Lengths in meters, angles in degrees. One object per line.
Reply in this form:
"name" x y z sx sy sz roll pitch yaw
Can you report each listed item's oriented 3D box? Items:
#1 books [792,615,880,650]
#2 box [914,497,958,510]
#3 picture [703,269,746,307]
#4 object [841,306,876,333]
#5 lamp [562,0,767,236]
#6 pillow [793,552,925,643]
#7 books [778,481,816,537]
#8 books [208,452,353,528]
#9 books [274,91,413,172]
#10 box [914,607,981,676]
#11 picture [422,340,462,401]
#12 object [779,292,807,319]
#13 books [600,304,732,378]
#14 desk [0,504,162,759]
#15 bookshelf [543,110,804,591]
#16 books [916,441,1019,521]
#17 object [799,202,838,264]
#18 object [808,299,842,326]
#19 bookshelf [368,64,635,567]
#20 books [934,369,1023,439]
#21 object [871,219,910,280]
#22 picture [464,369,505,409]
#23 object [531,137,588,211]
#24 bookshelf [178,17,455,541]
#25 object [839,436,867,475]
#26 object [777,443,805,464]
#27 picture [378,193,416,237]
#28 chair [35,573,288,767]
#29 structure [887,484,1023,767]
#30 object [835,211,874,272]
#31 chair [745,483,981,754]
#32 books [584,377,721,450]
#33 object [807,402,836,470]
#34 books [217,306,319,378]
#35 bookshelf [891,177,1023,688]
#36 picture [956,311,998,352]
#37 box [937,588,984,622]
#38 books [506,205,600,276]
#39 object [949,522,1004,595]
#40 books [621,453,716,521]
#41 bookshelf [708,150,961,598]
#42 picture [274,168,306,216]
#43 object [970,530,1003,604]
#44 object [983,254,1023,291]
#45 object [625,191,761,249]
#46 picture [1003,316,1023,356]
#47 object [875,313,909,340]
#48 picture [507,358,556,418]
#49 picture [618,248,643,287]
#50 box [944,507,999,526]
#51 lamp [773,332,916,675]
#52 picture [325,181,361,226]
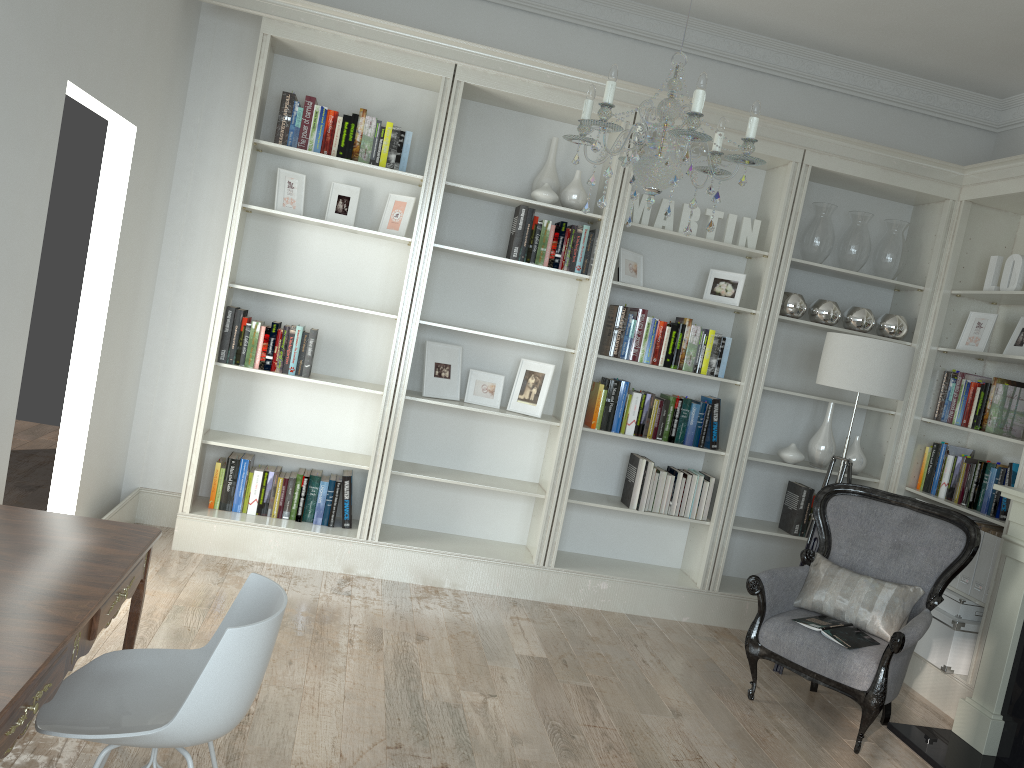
"books" 1.430 1.082 3.916 0.224 0.046 0.304 8 5 -35
"box" 2.425 0.741 5.007 0.264 0.126 0.179 10 4 -10
"picture" 1.205 -0.542 5.016 0.202 0.188 0.124 13 5 20
"object" 2.003 -0.369 5.129 0.185 0.140 0.185 12 4 10
"lamp" 0.664 -1.747 2.677 0.648 2.542 0.577 8 6 -40
"pillow" 1.568 0.984 4.080 0.547 0.263 0.210 15 6 41
"books" 1.858 0.766 5.264 0.465 0.291 0.205 10 4 -10
"books" -1.228 0.570 4.848 0.762 0.302 0.207 10 4 -9
"books" -0.885 -1.322 4.711 0.691 0.301 0.201 10 4 -9
"box" 2.282 1.290 4.752 0.374 0.264 0.734 10 4 -10
"picture" -0.391 -0.075 4.902 0.231 0.300 0.127 8 5 -35
"object" 1.586 -0.446 5.055 0.185 0.140 0.185 12 4 10
"books" 0.879 -0.249 5.017 0.691 0.301 0.201 10 4 -9
"desk" -1.289 0.799 2.008 0.555 0.668 1.443 10 4 -10
"bookshelf" 0.856 -0.155 5.047 0.972 2.523 0.399 10 4 -10
"books" 2.504 0.514 4.735 0.215 0.302 0.763 11 4 -9
"object" 1.783 -0.862 5.164 0.193 0.362 0.193 9 5 -27
"object" 1.795 -0.408 5.092 0.185 0.140 0.185 12 4 10
"bookshelf" -0.086 -0.328 4.879 0.972 2.523 0.399 10 4 -10
"books" 2.605 0.120 4.653 0.209 0.301 0.919 10 4 -9
"object" 2.238 -0.779 5.245 0.193 0.362 0.193 9 5 -27
"picture" -0.157 0.025 4.992 0.206 0.192 0.124 10 4 -10
"object" 0.256 -1.156 4.870 0.319 0.397 0.316 9 5 -21
"bookshelf" -1.028 -0.501 4.712 0.972 2.523 0.399 10 4 -10
"object" 2.004 0.415 5.198 0.153 0.225 0.154 13 5 25
"object" 1.614 0.400 5.120 0.152 0.116 0.154 10 4 -13
"picture" -0.613 -0.901 4.754 0.153 0.228 0.094 12 5 15
"chair" -0.873 0.844 2.173 0.514 0.715 0.478 10 4 -11
"structure" 2.424 1.155 3.417 1.026 1.191 1.432 10 4 -10
"object" 2.011 -0.821 5.205 0.193 0.362 0.193 9 5 -27
"chair" 1.565 1.014 4.043 0.763 1.024 0.778 7 6 -45
"books" 0.819 0.157 5.048 0.762 0.302 0.207 10 4 -9
"object" 1.817 0.295 5.151 0.155 0.397 0.155 9 5 -25
"books" -1.278 -0.225 4.686 0.465 0.291 0.205 10 4 -10
"bookshelf" 2.563 0.213 4.656 0.399 2.523 0.988 10 4 -10
"picture" 2.570 -0.283 4.892 0.094 0.228 0.153 8 5 -35
"box" 2.293 1.110 4.739 0.219 0.099 0.608 10 4 -10
"books" 0.228 -0.774 4.828 0.465 0.291 0.205 10 4 -10
"object" 2.452 0.901 4.563 0.294 0.360 0.188 10 4 -10
"books" 0.898 0.591 5.079 0.465 0.291 0.205 10 4 -10
"bookshelf" 1.798 0.018 5.214 0.972 2.523 0.399 10 4 -10
"picture" -1.168 -1.003 4.656 0.153 0.228 0.094 8 5 -35
"object" 2.483 0.914 4.372 0.294 0.378 0.188 10 4 -10
"object" 2.660 -0.566 4.588 0.039 0.216 0.554 10 4 -10
"object" 1.008 -0.908 4.969 0.790 0.180 0.034 10 4 -10
"picture" 2.677 -0.242 4.631 0.094 0.228 0.153 10 4 -10
"object" 2.212 -0.331 5.166 0.185 0.140 0.185 12 4 10
"picture" 0.112 0.021 4.946 0.202 0.300 0.124 13 5 20
"picture" 0.643 -0.649 4.952 0.206 0.192 0.124 7 6 -45
"box" 2.457 0.763 4.807 0.264 0.126 0.179 10 4 -10
"lamp" 1.652 0.628 4.568 0.429 1.739 0.429 13 5 23
"picture" -0.910 -0.961 4.769 0.153 0.228 0.094 10 4 -10
